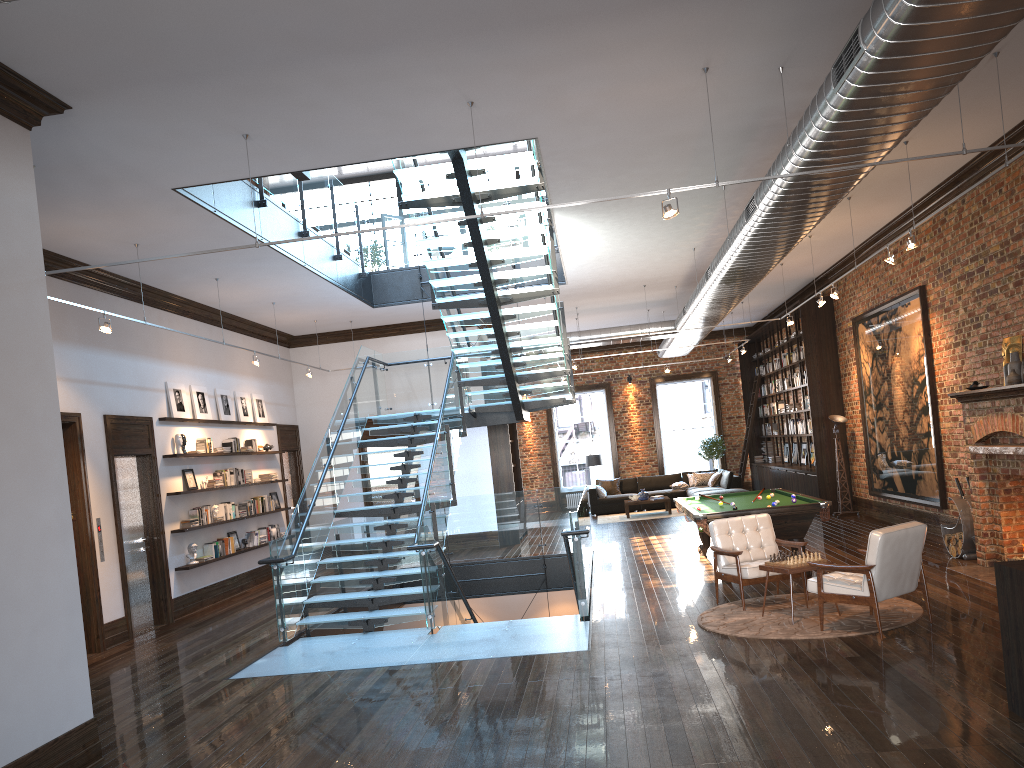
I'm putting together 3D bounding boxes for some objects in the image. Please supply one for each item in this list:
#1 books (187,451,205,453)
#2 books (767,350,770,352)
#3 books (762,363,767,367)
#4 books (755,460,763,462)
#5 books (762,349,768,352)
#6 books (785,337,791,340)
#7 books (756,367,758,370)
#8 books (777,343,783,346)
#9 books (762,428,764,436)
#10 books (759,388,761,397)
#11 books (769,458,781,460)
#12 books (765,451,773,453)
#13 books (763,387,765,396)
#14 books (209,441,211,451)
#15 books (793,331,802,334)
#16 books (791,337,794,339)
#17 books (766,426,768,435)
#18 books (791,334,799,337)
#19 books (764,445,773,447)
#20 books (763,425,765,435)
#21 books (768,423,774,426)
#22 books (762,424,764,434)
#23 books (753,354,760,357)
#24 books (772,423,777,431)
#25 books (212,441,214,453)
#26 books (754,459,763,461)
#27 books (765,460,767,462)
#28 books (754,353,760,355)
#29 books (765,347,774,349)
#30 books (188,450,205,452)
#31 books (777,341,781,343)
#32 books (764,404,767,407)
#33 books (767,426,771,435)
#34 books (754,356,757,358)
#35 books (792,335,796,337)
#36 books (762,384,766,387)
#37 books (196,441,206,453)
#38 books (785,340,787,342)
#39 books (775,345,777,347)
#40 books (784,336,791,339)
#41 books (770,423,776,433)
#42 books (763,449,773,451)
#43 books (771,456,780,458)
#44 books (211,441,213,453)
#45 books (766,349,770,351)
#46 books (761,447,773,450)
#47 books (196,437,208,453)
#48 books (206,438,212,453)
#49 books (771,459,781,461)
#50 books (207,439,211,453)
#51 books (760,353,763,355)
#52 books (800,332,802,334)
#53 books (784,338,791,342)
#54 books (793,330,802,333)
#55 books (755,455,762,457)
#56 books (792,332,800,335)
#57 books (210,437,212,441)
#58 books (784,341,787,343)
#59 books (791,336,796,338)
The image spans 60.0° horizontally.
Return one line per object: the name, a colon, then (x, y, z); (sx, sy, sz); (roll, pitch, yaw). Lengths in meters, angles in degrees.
books: (-4.498, 0.968, 12.631); (0.142, 0.011, 0.255); (-6, -4, 7)
books: (6.339, -0.814, 21.547); (0.206, 0.018, 0.324); (-6, -4, 3)
books: (6.496, -0.367, 22.720); (0.168, 0.338, 0.016); (-6, 1, 6)
books: (6.546, 2.043, 23.495); (0.201, 0.012, 0.245); (-7, -4, 9)
books: (6.382, -0.843, 22.086); (0.216, 0.018, 0.377); (-6, -4, 3)
books: (6.148, -1.004, 19.536); (0.171, 0.021, 0.307); (-6, -4, 2)
books: (6.577, -0.302, 23.493); (0.180, 0.307, 0.014); (-6, 1, 6)
books: (6.207, -0.919, 20.265); (0.219, 0.016, 0.367); (-6, -4, 6)
books: (6.747, 1.266, 23.559); (0.176, 0.190, 0.032); (-6, 0, 6)
books: (6.625, 0.207, 23.475); (0.176, 0.296, 0.041); (-6, 0, 6)
books: (6.670, 1.902, 22.504); (0.229, 0.008, 0.331); (-6, -4, 2)
books: (6.780, 1.800, 23.412); (0.184, 0.034, 0.271); (-7, -4, 11)
books: (6.553, 0.196, 22.796); (0.191, 0.229, 0.034); (-6, 0, 6)
books: (-4.463, 0.922, 12.893); (0.157, 0.177, 0.029); (-6, 0, 6)
books: (6.069, -1.092, 18.823); (0.168, 0.015, 0.369); (-7, -4, 10)
books: (6.067, -0.989, 18.825); (0.217, 0.010, 0.342); (-6, -4, 4)
books: (6.688, 1.202, 22.993); (0.188, 0.244, 0.026); (-6, 0, 6)
books: (6.060, -1.039, 18.825); (0.216, 0.020, 0.235); (-6, -4, 3)
books: (6.761, 1.629, 23.406); (0.204, 0.020, 0.317); (-6, -4, 6)
books: (6.733, 1.216, 23.383); (0.177, 0.266, 0.026); (-6, 0, 6)
books: (6.671, 1.160, 22.807); (0.165, 0.304, 0.013); (-6, 1, 6)
books: (6.753, 1.211, 23.524); (0.181, 0.294, 0.050); (-6, 0, 6)
books: (6.506, -0.757, 23.420); (0.230, 0.015, 0.313); (-6, -4, 2)
books: (6.660, 1.147, 22.479); (0.129, 0.282, 0.030); (-6, 0, 6)
books: (-4.462, 0.933, 13.069); (0.129, 0.182, 0.012); (-6, 1, 6)
books: (6.540, 2.011, 23.495); (0.200, 0.019, 0.255); (-7, -4, 8)
books: (6.802, 2.025, 23.414); (0.198, 0.035, 0.218); (-7, -4, 9)
books: (6.526, -0.797, 23.417); (0.190, 0.017, 0.300); (-6, -4, 4)
books: (6.391, -0.879, 22.085); (0.192, 0.007, 0.365); (-6, -4, 7)
books: (-4.500, 0.958, 12.631); (0.142, 0.011, 0.256); (-6, -4, 4)
books: (6.203, -0.971, 20.264); (0.199, 0.017, 0.303); (-6, -4, 1)
books: (6.650, 0.683, 23.144); (0.179, 0.299, 0.015); (-6, 1, 6)
books: (6.645, 1.189, 22.688); (0.212, 0.233, 0.019); (-6, 0, 6)
books: (6.517, -0.716, 23.420); (0.213, 0.014, 0.357); (-6, -4, 2)
books: (6.064, -1.025, 18.825); (0.206, 0.008, 0.334); (-7, -4, 8)
books: (6.561, 0.162, 22.855); (0.189, 0.303, 0.014); (-6, 1, 6)
books: (-4.492, 0.919, 12.803); (0.129, 0.176, 0.050); (-6, 0, 6)
books: (6.137, -0.955, 19.538); (0.214, 0.014, 0.282); (-7, -4, 7)
books: (6.252, -0.904, 20.658); (0.191, 0.013, 0.316); (-6, -4, 2)
books: (6.129, -1.031, 19.537); (0.205, 0.017, 0.360); (-6, -4, 3)
books: (6.679, 1.157, 22.658); (0.159, 0.285, 0.014); (-6, 1, 6)
books: (6.753, 1.736, 23.408); (0.239, 0.015, 0.249); (-7, -4, 8)
books: (6.668, 1.848, 22.504); (0.227, 0.007, 0.370); (-7, -4, 8)
books: (-4.462, 0.932, 13.032); (0.132, 0.178, 0.035); (-6, 0, 6)
books: (6.322, -0.838, 21.548); (0.232, 0.006, 0.289); (-6, -4, 2)
books: (6.743, 1.701, 23.409); (0.260, 0.028, 0.316); (-6, -4, 5)
books: (-4.483, 0.894, 12.834); (0.143, 0.228, 0.014); (-6, 1, 6)
books: (-4.454, 0.903, 12.912); (0.164, 0.216, 0.012); (-6, 1, 6)
books: (6.679, 1.924, 22.504); (0.227, 0.007, 0.369); (-6, -4, 6)
books: (-4.465, 0.910, 12.864); (0.164, 0.198, 0.029); (-6, 0, 6)
books: (6.418, -0.778, 22.478); (0.230, 0.033, 0.273); (-7, -4, 9)
books: (5.958, -1.060, 17.907); (0.220, 0.019, 0.329); (-7, -4, 8)
books: (6.137, -0.977, 19.538); (0.193, 0.030, 0.313); (-6, -4, 1)
books: (6.067, -1.108, 18.823); (0.189, 0.017, 0.276); (-6, -4, 7)
books: (6.522, 1.907, 23.495); (0.184, 0.008, 0.305); (-7, -4, 8)
books: (6.074, -1.068, 18.823); (0.169, 0.034, 0.286); (-6, -4, 1)
books: (-4.470, 0.908, 13.057); (0.119, 0.232, 0.014); (-6, 1, 6)
books: (6.128, -0.932, 19.540); (0.228, 0.011, 0.372); (-7, -4, 8)
books: (6.059, -1.001, 18.826); (0.228, 0.015, 0.276); (-6, -4, 4)
